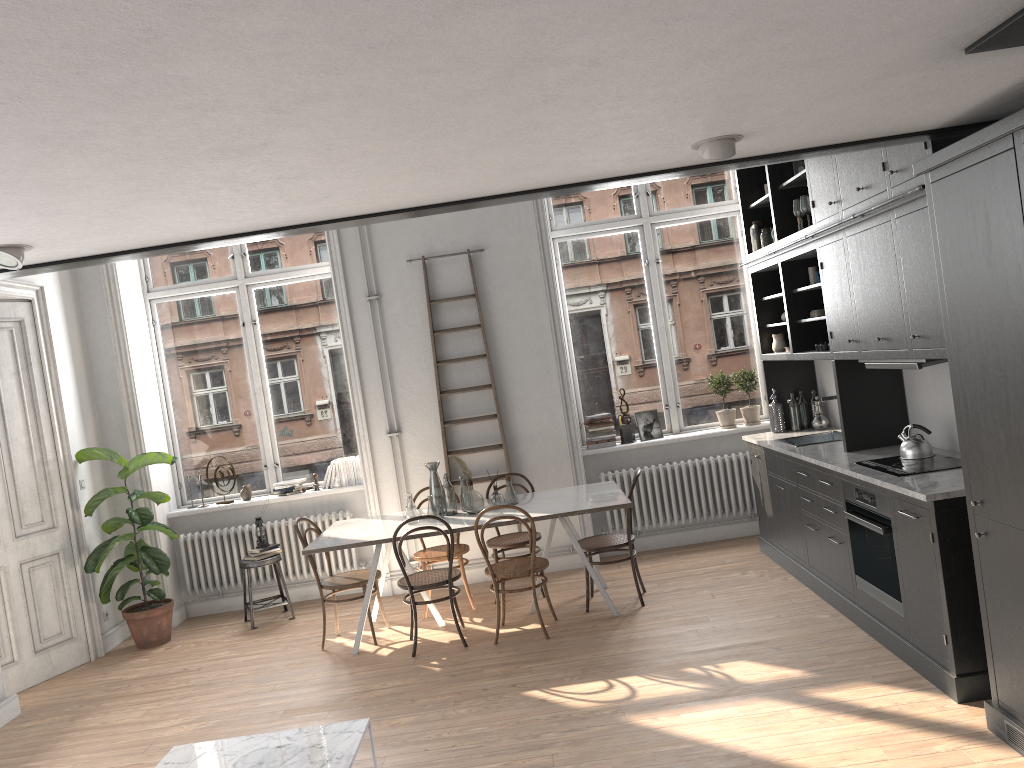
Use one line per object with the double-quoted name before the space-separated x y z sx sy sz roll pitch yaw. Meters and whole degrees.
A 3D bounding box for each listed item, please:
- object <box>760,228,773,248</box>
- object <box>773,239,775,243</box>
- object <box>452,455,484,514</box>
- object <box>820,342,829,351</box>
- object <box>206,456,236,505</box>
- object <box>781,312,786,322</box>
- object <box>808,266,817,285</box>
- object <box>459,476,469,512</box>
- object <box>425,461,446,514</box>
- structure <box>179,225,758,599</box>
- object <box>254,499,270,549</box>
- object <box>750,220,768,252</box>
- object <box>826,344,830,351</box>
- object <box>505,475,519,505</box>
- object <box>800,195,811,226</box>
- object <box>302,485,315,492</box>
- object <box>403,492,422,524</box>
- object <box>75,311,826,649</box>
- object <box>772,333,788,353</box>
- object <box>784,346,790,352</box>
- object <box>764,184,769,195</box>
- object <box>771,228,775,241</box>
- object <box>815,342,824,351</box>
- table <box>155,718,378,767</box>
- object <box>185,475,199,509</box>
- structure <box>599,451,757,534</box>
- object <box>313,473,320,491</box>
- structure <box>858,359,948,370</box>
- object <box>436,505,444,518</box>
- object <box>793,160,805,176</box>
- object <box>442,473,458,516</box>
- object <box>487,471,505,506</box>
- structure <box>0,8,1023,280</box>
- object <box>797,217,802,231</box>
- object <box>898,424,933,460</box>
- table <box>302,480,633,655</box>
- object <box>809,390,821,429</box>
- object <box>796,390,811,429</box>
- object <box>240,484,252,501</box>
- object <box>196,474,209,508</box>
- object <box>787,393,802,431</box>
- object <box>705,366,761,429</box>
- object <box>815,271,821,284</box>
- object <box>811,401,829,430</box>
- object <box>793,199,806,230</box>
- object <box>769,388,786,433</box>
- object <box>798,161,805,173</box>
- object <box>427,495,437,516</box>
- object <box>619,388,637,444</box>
"object" 1.967 -1.114 6.806 0.114 0.155 0.114 -8 2 4
"object" 2.021 -1.117 6.703 0.096 0.150 0.096 -9 2 -11
"object" -0.299 0.703 6.332 0.157 0.446 0.156 -8 2 18
"object" 2.079 -0.250 5.858 0.088 0.059 0.104 -9 2 -21
"object" -2.568 0.849 7.851 0.347 0.425 0.087 -7 2 33
"object" 2.167 -0.538 6.935 0.140 0.100 0.125 -9 2 -18
"object" 2.114 -0.750 6.193 0.082 0.135 0.059 -9 2 -32
"object" -0.341 0.802 6.497 0.098 0.255 0.100 -9 2 -23
"object" -0.560 0.769 6.536 0.116 0.383 0.116 -8 2 12
"structure" -0.559 -0.535 7.578 5.182 4.475 0.340 -8 2 1
"object" -2.070 1.158 7.352 0.163 0.383 0.154 -9 2 -26
"object" 1.942 -1.156 6.947 0.118 0.238 0.118 -9 2 -14
"object" 2.100 -0.251 5.758 0.104 0.059 0.088 -8 2 9
"object" -0.015 0.775 6.487 0.101 0.212 0.101 -7 2 40
"object" 1.927 -1.117 5.779 0.083 0.221 0.083 -10 2 -43
"object" -1.801 0.924 7.866 0.088 0.048 0.153 -7 2 40
"object" -0.716 0.880 6.300 0.132 0.219 0.132 -9 2 -10
"object" -0.498 0.804 6.809 5.828 1.843 0.791 -8 2 6
"object" 2.103 -0.323 6.957 0.127 0.144 0.115 -9 2 -21
"object" 2.179 -0.275 6.801 0.180 0.037 0.180 -9 1 -15
"object" 2.014 -1.495 6.937 0.059 0.135 0.081 -7 2 28
"object" 1.923 -1.200 6.386 0.134 0.358 0.134 -10 2 -44
"object" 2.087 -0.254 5.971 0.088 0.059 0.104 -9 1 -11
"table" -0.999 1.690 3.372 0.849 0.392 0.849 -8 1 1
"object" -2.861 0.960 7.893 0.095 0.289 0.095 -7 2 32
"structure" 1.522 0.929 7.691 1.577 0.552 0.194 -8 2 1
"object" -1.724 0.862 7.808 0.048 0.153 0.088 -9 2 -29
"structure" 2.200 -0.167 4.751 0.379 0.123 0.843 -8 1 0
"object" -0.520 0.914 6.333 0.058 0.094 0.058 -7 2 29
"object" 2.003 -1.507 6.171 0.084 0.199 0.065 -8 2 23
"object" -0.457 0.797 6.424 0.086 0.301 0.086 -9 2 -14
"object" -0.119 0.757 6.412 0.107 0.283 0.106 -9 2 -5
"structure" -0.781 -1.186 1.530 5.927 1.213 4.157 -8 1 1
"object" 1.997 -1.106 6.151 0.123 0.161 0.123 -8 2 9
"object" 2.239 0.314 4.932 0.171 0.186 0.171 -8 2 11
"table" -0.240 1.312 6.397 2.200 0.780 1.100 -8 2 1
"object" 2.371 0.194 6.925 0.086 0.301 0.086 -10 2 -44
"object" 2.308 0.201 7.032 0.086 0.301 0.086 -8 2 15
"object" -2.356 0.960 7.850 0.100 0.142 0.102 -9 2 -25
"object" -2.745 0.945 7.834 0.095 0.289 0.095 -8 2 23
"object" 2.213 0.218 6.954 0.086 0.301 0.086 -9 2 -14
"object" 1.968 0.118 7.828 0.500 0.524 0.234 -9 2 -10
"object" 2.112 -0.726 6.078 0.140 0.093 0.082 -9 2 -34
"object" 2.356 0.239 6.801 0.132 0.219 0.120 -8 2 1
"object" 1.925 -1.120 5.910 0.083 0.221 0.083 -7 2 32
"object" 2.092 0.207 7.019 0.109 0.349 0.109 -9 2 -18
"object" 1.997 -1.465 6.084 0.041 0.125 0.053 -10 2 -32
"object" -0.585 0.889 6.427 0.083 0.158 0.083 -9 2 -4
"object" 0.996 0.279 7.834 0.122 0.488 0.102 -8 2 25
